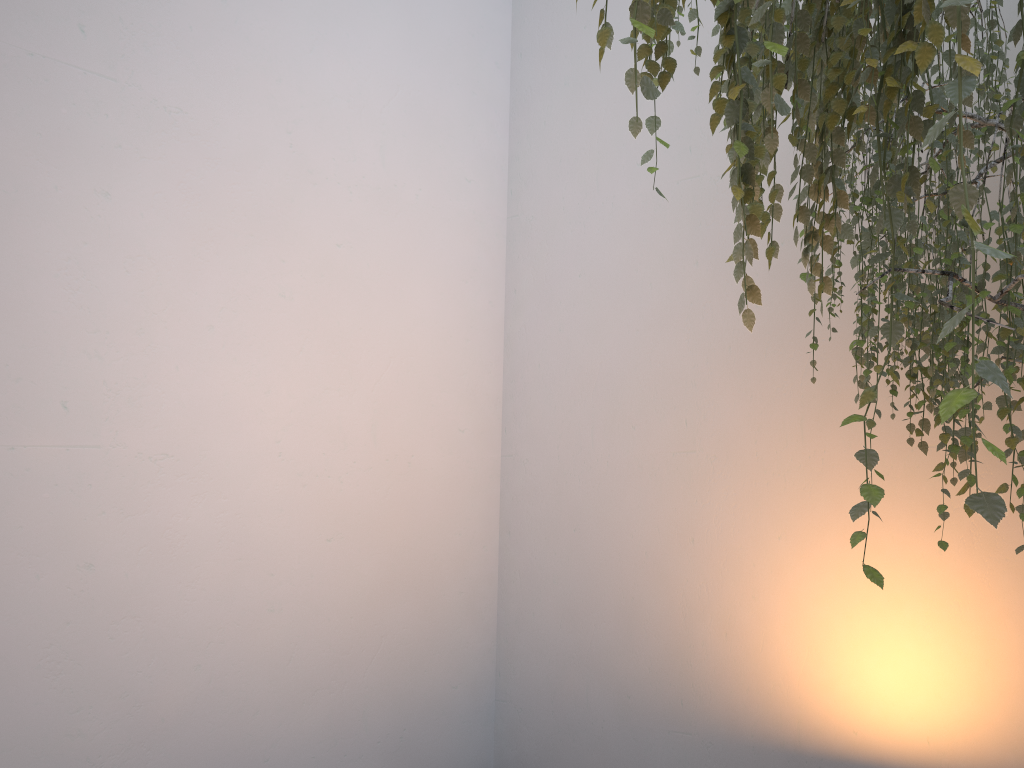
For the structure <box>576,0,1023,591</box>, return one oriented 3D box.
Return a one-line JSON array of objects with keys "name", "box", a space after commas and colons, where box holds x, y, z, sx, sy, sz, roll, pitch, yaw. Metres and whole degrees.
[{"name": "structure", "box": [1.098, -0.769, 1.188, 2.130, 3.979, 2.002, -2, -4, 33]}]
